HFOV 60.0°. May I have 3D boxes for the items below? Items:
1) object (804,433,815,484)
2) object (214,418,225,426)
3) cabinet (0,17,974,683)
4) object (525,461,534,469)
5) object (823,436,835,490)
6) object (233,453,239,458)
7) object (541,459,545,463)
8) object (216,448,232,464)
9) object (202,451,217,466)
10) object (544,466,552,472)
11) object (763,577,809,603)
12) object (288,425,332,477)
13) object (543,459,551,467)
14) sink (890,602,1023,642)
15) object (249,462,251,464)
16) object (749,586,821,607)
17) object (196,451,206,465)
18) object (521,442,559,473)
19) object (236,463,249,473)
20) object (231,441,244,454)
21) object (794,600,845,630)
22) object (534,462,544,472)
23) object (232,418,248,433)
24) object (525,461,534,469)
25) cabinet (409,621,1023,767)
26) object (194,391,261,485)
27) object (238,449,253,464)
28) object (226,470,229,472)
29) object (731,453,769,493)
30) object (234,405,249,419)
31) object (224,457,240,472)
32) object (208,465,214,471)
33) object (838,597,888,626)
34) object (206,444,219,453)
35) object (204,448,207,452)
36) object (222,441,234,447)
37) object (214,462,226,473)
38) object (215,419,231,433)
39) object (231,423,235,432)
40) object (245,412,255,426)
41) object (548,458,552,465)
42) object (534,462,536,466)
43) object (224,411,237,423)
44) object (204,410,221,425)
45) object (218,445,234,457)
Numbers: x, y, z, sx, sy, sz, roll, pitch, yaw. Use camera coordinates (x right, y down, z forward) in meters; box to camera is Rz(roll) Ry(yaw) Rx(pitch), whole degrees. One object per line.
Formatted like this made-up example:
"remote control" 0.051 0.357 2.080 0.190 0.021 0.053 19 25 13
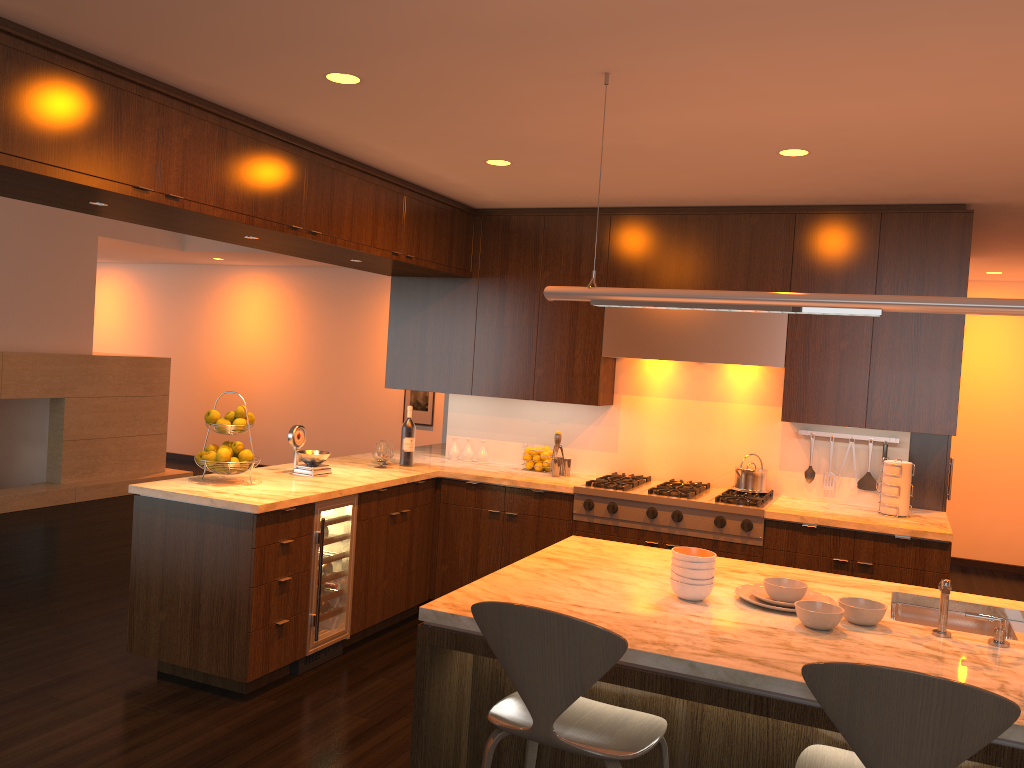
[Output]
"object" 1.745 0.433 5.175 0.061 0.296 0.020 4 2 22
"object" -1.482 0.207 4.525 0.070 0.068 0.062 3 2 -16
"cabinet" 0.905 0.092 3.482 5.521 2.997 7.728 4 2 24
"object" 0.115 0.523 5.720 0.060 0.057 0.052 3 2 -31
"object" 1.844 0.457 5.136 0.066 0.314 0.004 4 2 24
"object" -1.393 0.354 4.532 0.070 0.072 0.071 3 2 -12
"object" 0.216 0.497 5.748 0.051 0.053 0.062 3 2 -25
"object" -1.420 0.354 4.373 0.068 0.077 0.079 4 2 0
"object" -1.497 0.369 4.400 0.077 0.077 0.077 5 2 35
"object" 0.231 0.538 5.720 0.051 0.053 0.063 3 2 -25
"object" 0.868 0.660 2.818 0.138 0.059 0.139 2 2 -41
"object" -1.126 0.371 4.967 0.231 0.266 0.191 4 2 27
"object" 0.224 0.510 5.680 0.052 0.054 0.061 5 2 34
"sink" 1.575 0.869 2.733 0.813 0.176 0.457 4 2 24
"object" -1.379 0.386 4.590 0.073 0.072 0.071 3 2 -22
"object" 0.866 0.681 2.819 0.217 0.025 0.216 5 2 41
"object" -1.553 0.373 4.459 0.068 0.069 0.065 4 2 1
"object" 0.184 0.476 5.763 0.207 0.175 0.189 4 2 22
"object" -1.376 0.412 4.499 0.078 0.075 0.078 4 2 2
"object" -1.378 0.320 4.454 0.062 0.063 0.060 5 2 31
"object" 0.888 0.675 2.568 0.138 0.059 0.139 2 2 -41
"object" 0.174 0.533 5.709 0.064 0.063 0.074 3 2 -13
"object" -1.372 0.208 4.478 0.077 0.077 0.078 5 2 40
"object" 0.116 0.528 5.778 0.061 0.053 0.053 4 2 9
"cabinet" 1.202 1.201 2.573 2.713 0.876 1.281 4 2 24
"object" -1.436 0.268 4.501 0.324 0.461 0.324 3 2 -17
"object" -1.333 0.364 4.448 0.078 0.074 0.077 5 2 39
"object" -1.445 0.423 4.516 0.062 0.062 0.062 3 2 -22
"object" 1.406 0.516 5.211 0.221 0.218 0.221 4 2 8
"object" -1.370 0.144 4.491 0.068 0.072 0.071 3 2 -20
"object" -1.395 0.401 4.420 0.078 0.076 0.078 4 2 11
"object" -1.512 0.413 4.490 0.056 0.053 0.057 3 2 -16
"object" 1.042 0.682 2.642 0.138 0.059 0.139 2 2 -41
"object" -1.504 0.337 4.466 0.067 0.071 0.069 3 2 -31
"object" -1.559 0.354 4.572 0.054 0.058 0.057 5 2 44
"object" -1.439 0.316 4.504 0.063 0.059 0.061 2 2 -33
"object" -1.462 0.413 4.448 0.063 0.069 0.070 3 2 -14
"object" -1.451 0.212 4.459 0.078 0.072 0.077 3 2 -10
"object" -1.410 0.211 4.545 0.071 0.072 0.071 2 2 -35
"object" -1.352 0.179 4.540 0.071 0.074 0.070 2 2 -45
"object" 0.247 0.502 5.745 0.051 0.055 0.061 5 2 36
"object" 0.169 0.526 5.752 0.057 0.060 0.052 3 2 -27
"object" -1.430 0.168 4.511 0.061 0.063 0.062 2 2 -42
"object" -1.509 0.169 4.474 0.077 0.079 0.075 5 2 33
"object" -1.433 0.342 4.440 0.077 0.075 0.077 4 2 -3
